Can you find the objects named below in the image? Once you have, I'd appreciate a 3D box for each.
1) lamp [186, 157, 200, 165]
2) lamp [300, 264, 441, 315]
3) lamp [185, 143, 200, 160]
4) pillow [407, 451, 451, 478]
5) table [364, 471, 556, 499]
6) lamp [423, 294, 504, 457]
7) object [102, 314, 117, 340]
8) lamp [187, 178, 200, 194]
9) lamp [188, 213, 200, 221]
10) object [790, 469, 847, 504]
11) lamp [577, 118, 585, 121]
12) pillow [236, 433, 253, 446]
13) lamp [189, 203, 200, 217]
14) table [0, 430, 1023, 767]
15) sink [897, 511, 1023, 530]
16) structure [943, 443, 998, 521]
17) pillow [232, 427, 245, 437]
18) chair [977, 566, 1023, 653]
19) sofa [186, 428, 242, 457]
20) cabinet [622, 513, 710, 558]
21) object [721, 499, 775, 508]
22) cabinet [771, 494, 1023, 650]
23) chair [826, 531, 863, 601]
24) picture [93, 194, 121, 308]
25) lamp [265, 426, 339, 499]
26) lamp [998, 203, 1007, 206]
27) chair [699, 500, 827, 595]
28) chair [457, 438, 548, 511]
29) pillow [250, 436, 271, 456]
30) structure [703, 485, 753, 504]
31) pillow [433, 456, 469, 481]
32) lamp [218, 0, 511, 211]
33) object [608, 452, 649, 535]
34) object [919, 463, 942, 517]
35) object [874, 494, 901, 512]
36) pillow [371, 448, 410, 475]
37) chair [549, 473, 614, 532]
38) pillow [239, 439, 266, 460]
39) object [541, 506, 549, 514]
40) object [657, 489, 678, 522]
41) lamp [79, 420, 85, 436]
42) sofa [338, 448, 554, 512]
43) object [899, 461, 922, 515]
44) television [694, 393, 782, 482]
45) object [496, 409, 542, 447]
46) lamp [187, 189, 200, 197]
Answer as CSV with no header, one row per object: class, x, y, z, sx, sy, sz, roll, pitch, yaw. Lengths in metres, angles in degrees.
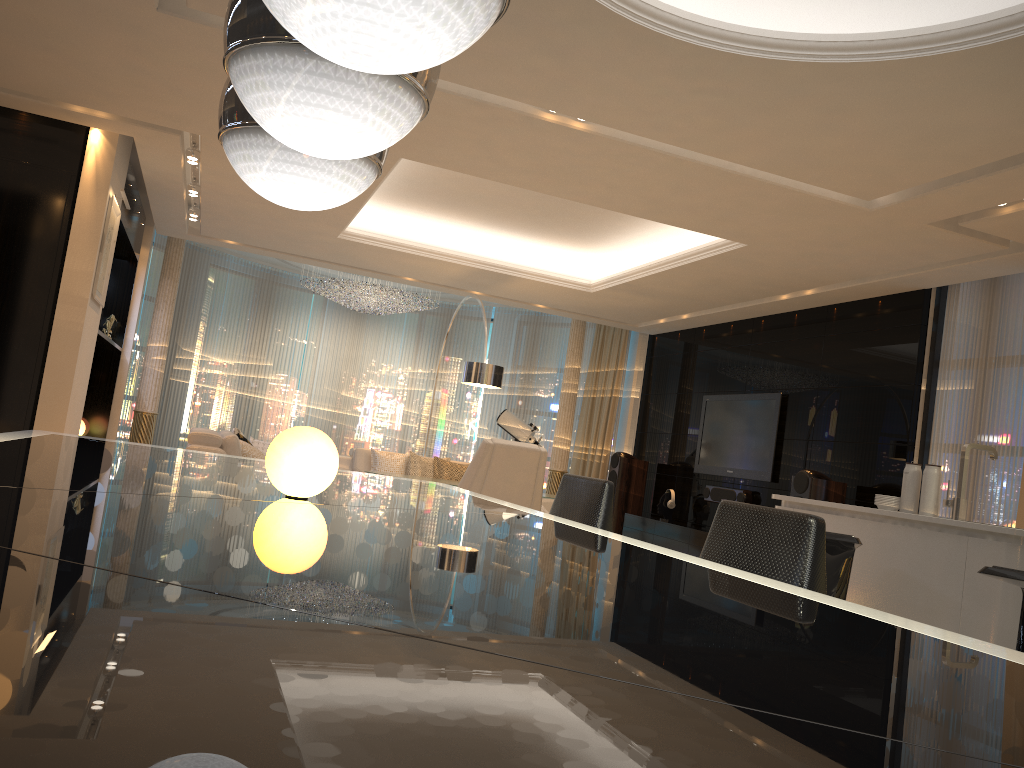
lamp,-2.326,-1.670,6.482,0.107,0.127,0.107,9,-5,-8
lamp,-1.857,-1.258,11.699,2.109,0.685,2.109,6,-5,26
lamp,-2.288,-1.674,6.373,0.107,0.127,0.107,9,-5,-8
pillow,-0.891,0.944,9.321,0.587,0.429,0.288,13,-6,-44
table,-0.318,1.202,7.974,2.140,0.565,0.999,10,-5,-20
lamp,-0.600,0.291,9.235,0.393,2.519,2.009,10,-5,-19
object,-3.944,-0.533,8.675,0.116,0.293,0.182,10,-5,-22
lamp,-2.630,-1.643,7.344,0.107,0.127,0.107,9,-5,-8
lamp,-2.994,-1.600,8.353,0.107,0.127,0.107,12,-6,-38
object,2.457,1.268,7.137,0.468,1.127,0.285,10,-5,-19
lamp,0.377,-1.434,4.597,0.107,0.127,0.107,12,-6,-38
pillow,-2.153,0.598,7.354,0.323,0.355,0.524,10,-5,-18
lamp,-2.944,-1.615,8.234,0.107,0.127,0.107,12,-6,-38
table,-0.391,0.570,1.424,1.293,0.759,3.031,10,-5,-19
sink,1.998,0.651,3.557,0.485,0.152,0.738,10,-5,-19
structure,1.827,0.394,3.533,0.177,0.310,0.089,10,-5,-19
pillow,-2.343,0.590,7.773,0.255,0.399,0.526,10,-5,-19
chair,1.329,0.861,2.108,0.380,0.789,0.380,12,-6,-36
sofa,-2.160,0.810,7.410,1.145,0.754,2.328,10,-5,-19
cabinet,1.909,1.664,8.707,0.416,0.444,2.842,10,-5,-19
object,2.199,1.137,8.175,0.371,0.070,0.441,10,-5,-19
cabinet,2.143,0.953,2.383,1.046,0.887,3.752,10,-5,-19
chair,0.958,0.884,3.041,0.380,0.789,0.380,7,-5,14
picture,-2.885,-0.932,6.314,0.027,0.729,0.610,10,-5,-19
lamp,-0.365,0.136,1.545,0.125,0.125,0.125,5,-5,31
lamp,2.730,-1.063,4.958,0.107,0.127,0.107,11,-5,-30
chair,0.235,0.630,1.649,0.496,0.858,0.523,10,-5,-19
chair,-0.187,0.884,6.304,1.027,0.991,0.983,10,-5,-20
pillow,-2.206,0.668,8.126,0.521,0.325,0.281,9,-5,-9
structure,2.138,1.115,8.823,0.107,0.179,0.745,10,-5,-19
pillow,-0.569,0.989,9.355,0.575,0.436,0.301,9,-5,-13
lamp,-0.203,-1.051,1.514,0.408,1.226,1.827,10,-5,-19
object,1.335,1.367,10.317,0.468,1.127,0.285,10,-5,-19
object,1.709,0.431,3.618,0.071,0.219,0.071,12,-6,-42
object,1.605,0.509,3.782,0.111,0.062,0.111,8,-5,2
pillow,-1.253,0.881,9.165,0.463,0.380,0.222,9,-5,-14
chair,-0.053,0.656,2.466,0.496,0.858,0.523,10,-5,-19
pillow,-1.996,0.620,6.923,0.351,0.329,0.521,10,-5,-19
object,-0.040,1.115,6.406,1.347,0.580,0.972,7,-5,18
object,1.689,1.306,9.563,0.197,0.343,0.197,5,-6,36
lamp,-4.290,0.429,8.672,0.213,0.214,0.212,5,-5,31
sofa,-0.766,1.165,9.268,2.328,0.754,1.145,10,-5,-19
object,1.673,0.434,3.718,0.071,0.219,0.071,11,-5,-28
television,2.253,0.520,8.895,0.055,0.839,1.358,10,-5,-19
object,0.034,1.062,11.013,0.616,1.471,0.570,9,-5,-13
lamp,-2.671,-1.640,7.460,0.107,0.127,0.107,12,-6,-38
